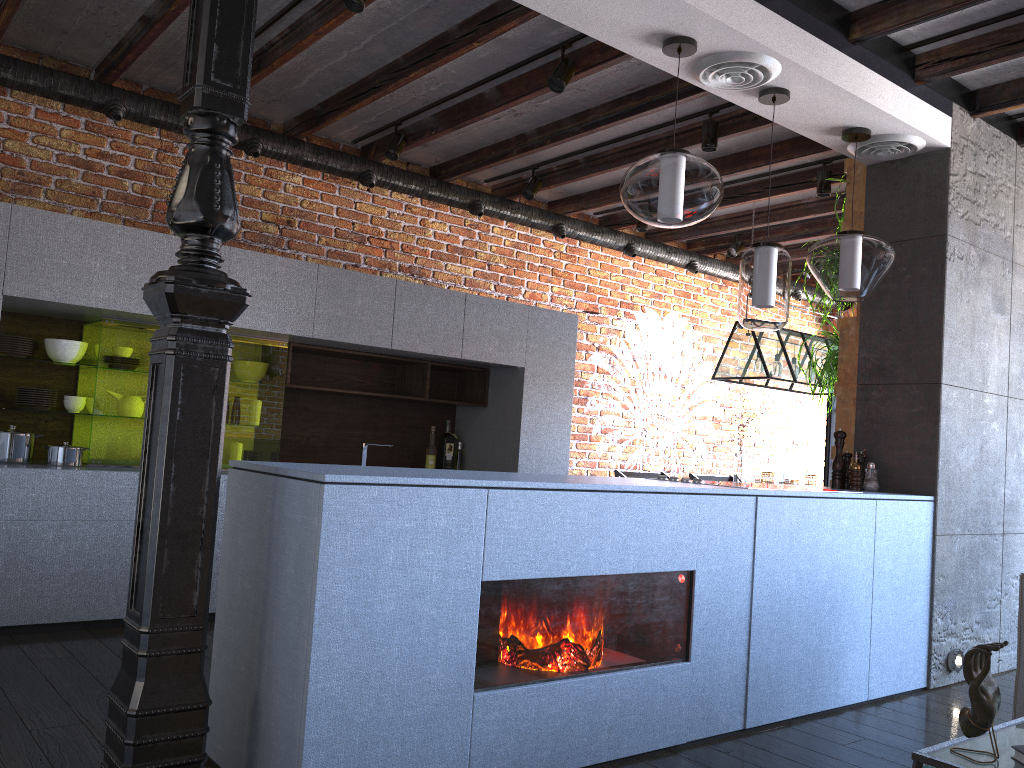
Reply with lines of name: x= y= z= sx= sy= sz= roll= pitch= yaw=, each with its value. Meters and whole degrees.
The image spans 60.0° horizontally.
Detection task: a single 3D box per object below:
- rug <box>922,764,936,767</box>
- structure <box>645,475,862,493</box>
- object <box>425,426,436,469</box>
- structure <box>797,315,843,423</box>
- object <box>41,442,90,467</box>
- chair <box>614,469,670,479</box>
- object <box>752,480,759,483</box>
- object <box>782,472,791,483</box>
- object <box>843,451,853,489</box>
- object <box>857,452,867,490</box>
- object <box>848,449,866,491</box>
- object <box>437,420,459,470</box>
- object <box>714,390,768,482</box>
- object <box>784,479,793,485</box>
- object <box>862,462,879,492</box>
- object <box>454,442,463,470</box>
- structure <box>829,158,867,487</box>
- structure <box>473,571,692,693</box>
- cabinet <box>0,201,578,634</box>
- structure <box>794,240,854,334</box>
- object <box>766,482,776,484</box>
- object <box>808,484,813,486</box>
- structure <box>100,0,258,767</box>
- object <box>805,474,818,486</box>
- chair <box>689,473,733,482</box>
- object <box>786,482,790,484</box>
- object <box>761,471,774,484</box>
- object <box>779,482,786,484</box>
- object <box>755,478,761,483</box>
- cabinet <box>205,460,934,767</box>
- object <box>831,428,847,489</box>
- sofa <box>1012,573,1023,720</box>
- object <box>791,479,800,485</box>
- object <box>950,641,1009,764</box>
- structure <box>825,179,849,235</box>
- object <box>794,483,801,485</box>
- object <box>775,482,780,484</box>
rug: x=0.858 y=1.106 z=1.584 sx=2.365 sy=0.013 sz=1.432 roll=7 pitch=-5 yaw=-38
structure: x=0.990 y=0.425 z=3.616 sx=0.764 sy=0.057 sz=0.504 roll=7 pitch=-5 yaw=-38
object: x=-0.516 y=0.431 z=5.684 sx=0.063 sy=0.323 sz=0.063 roll=3 pitch=-4 yaw=10
structure: x=1.811 y=-0.046 z=4.661 sx=0.570 sy=0.620 sz=0.422 roll=5 pitch=-4 yaw=-19
object: x=-2.081 y=0.327 z=4.127 sx=0.172 sy=0.117 sz=0.159 roll=4 pitch=-4 yaw=4
chair: x=1.056 y=1.023 z=6.098 sx=0.495 sy=0.818 sz=0.610 roll=7 pitch=-5 yaw=-38
object: x=1.688 y=0.703 z=6.124 sx=0.060 sy=0.073 sz=0.060 roll=4 pitch=-4 yaw=-7
object: x=1.902 y=0.646 z=6.159 sx=0.060 sy=0.073 sz=0.060 roll=2 pitch=-4 yaw=29
object: x=1.578 y=0.405 z=4.179 sx=0.048 sy=0.179 sz=0.048 roll=3 pitch=-4 yaw=12
object: x=1.627 y=0.406 z=4.138 sx=0.048 sy=0.179 sz=0.048 roll=1 pitch=-4 yaw=35
object: x=1.588 y=0.392 z=4.066 sx=0.081 sy=0.192 sz=0.058 roll=4 pitch=-4 yaw=3
object: x=-0.410 y=0.420 z=5.761 sx=0.109 sy=0.369 sz=0.095 roll=7 pitch=-5 yaw=-38
object: x=1.534 y=0.356 z=5.892 sx=0.194 sy=0.708 sz=0.443 roll=5 pitch=-4 yaw=-23
object: x=1.852 y=0.688 z=5.940 sx=0.061 sy=0.099 sz=0.061 roll=4 pitch=-4 yaw=-1
object: x=1.647 y=0.424 z=4.065 sx=0.069 sy=0.135 sz=0.069 roll=2 pitch=-4 yaw=32
object: x=-0.348 y=0.495 z=5.804 sx=0.047 sy=0.235 sz=0.047 roll=1 pitch=-5 yaw=39
structure: x=2.803 y=0.157 z=5.307 sx=2.830 sy=2.380 sz=0.206 roll=7 pitch=-5 yaw=-38
structure: x=0.135 y=0.752 z=2.776 sx=0.944 sy=0.394 sz=0.332 roll=7 pitch=-5 yaw=-38
cabinet: x=-1.482 y=0.256 z=4.655 sx=4.175 sy=1.807 sz=0.713 roll=7 pitch=-5 yaw=-38
structure: x=1.792 y=-0.525 z=4.703 sx=0.570 sy=0.620 sz=0.422 roll=3 pitch=-4 yaw=21
object: x=1.756 y=0.700 z=6.019 sx=0.060 sy=0.073 sz=0.060 roll=4 pitch=-4 yaw=-7
object: x=2.048 y=0.726 z=6.110 sx=0.060 sy=0.073 sz=0.060 roll=4 pitch=-4 yaw=-7
structure: x=2.619 y=-0.076 z=0.002 sx=8.513 sy=2.393 sz=0.481 roll=1 pitch=-4 yaw=33
object: x=2.000 y=0.677 z=5.928 sx=0.086 sy=0.139 sz=0.086 roll=1 pitch=-5 yaw=41
chair: x=1.676 y=1.099 z=6.589 sx=0.495 sy=0.818 sz=0.610 roll=7 pitch=-5 yaw=-38
object: x=1.897 y=0.716 z=6.107 sx=0.060 sy=0.073 sz=0.060 roll=4 pitch=-4 yaw=-7
object: x=1.700 y=0.655 z=5.904 sx=0.086 sy=0.139 sz=0.086 roll=2 pitch=-4 yaw=24
object: x=1.783 y=0.687 z=5.847 sx=0.049 sy=0.080 sz=0.049 roll=1 pitch=-4 yaw=35
object: x=1.682 y=0.690 z=6.052 sx=0.054 sy=0.087 sz=0.054 roll=4 pitch=-4 yaw=-6
cabinet: x=0.496 y=0.778 z=3.214 sx=2.961 sy=0.844 sz=0.607 roll=7 pitch=-5 yaw=-38
object: x=1.525 y=0.347 z=4.137 sx=0.061 sy=0.282 sz=0.061 roll=6 pitch=-4 yaw=-24
sofa: x=1.871 y=0.846 z=1.458 sx=3.302 sy=0.697 sz=2.536 roll=7 pitch=-5 yaw=-39
object: x=1.913 y=0.696 z=5.999 sx=0.061 sy=0.099 sz=0.061 roll=6 pitch=-4 yaw=-31
object: x=0.902 y=0.601 z=1.691 sx=0.093 sy=0.222 sz=0.099 roll=4 pitch=-4 yaw=1
structure: x=1.933 y=-0.890 z=4.603 sx=0.570 sy=0.620 sz=0.422 roll=1 pitch=-5 yaw=41
object: x=1.962 y=0.721 z=6.115 sx=0.060 sy=0.073 sz=0.060 roll=3 pitch=-4 yaw=14
object: x=1.817 y=0.706 z=6.039 sx=0.060 sy=0.073 sz=0.060 roll=4 pitch=-4 yaw=-7
